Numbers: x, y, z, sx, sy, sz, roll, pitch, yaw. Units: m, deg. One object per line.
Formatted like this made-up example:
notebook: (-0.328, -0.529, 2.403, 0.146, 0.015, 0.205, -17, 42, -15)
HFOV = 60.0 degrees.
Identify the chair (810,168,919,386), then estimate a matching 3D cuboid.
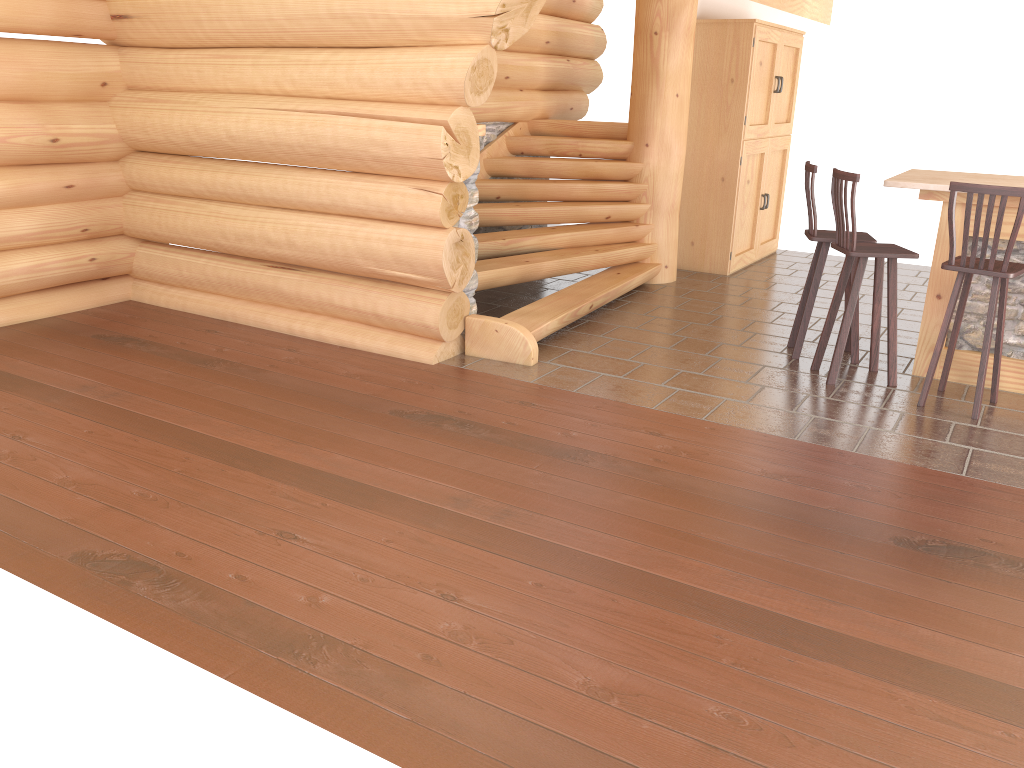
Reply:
chair: (2.231, -0.669, 5.621, 0.504, 1.319, 0.406, 1, 19, -1)

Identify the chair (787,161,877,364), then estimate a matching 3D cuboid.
chair: (2.201, -0.836, 6.115, 0.504, 1.319, 0.406, 5, 19, 10)

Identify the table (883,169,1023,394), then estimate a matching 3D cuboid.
table: (4.003, -0.538, 5.484, 3.220, 1.257, 1.196, 12, 21, 29)

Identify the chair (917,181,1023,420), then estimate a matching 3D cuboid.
chair: (2.708, -0.500, 5.159, 0.406, 1.319, 0.504, 17, 24, 38)

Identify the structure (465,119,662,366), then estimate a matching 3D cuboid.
structure: (0.039, -1.542, 7.535, 1.951, 1.643, 3.604, 10, 20, 23)

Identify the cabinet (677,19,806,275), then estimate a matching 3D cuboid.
cabinet: (2.454, -2.520, 9.446, 0.670, 2.403, 1.847, 12, 21, 29)
